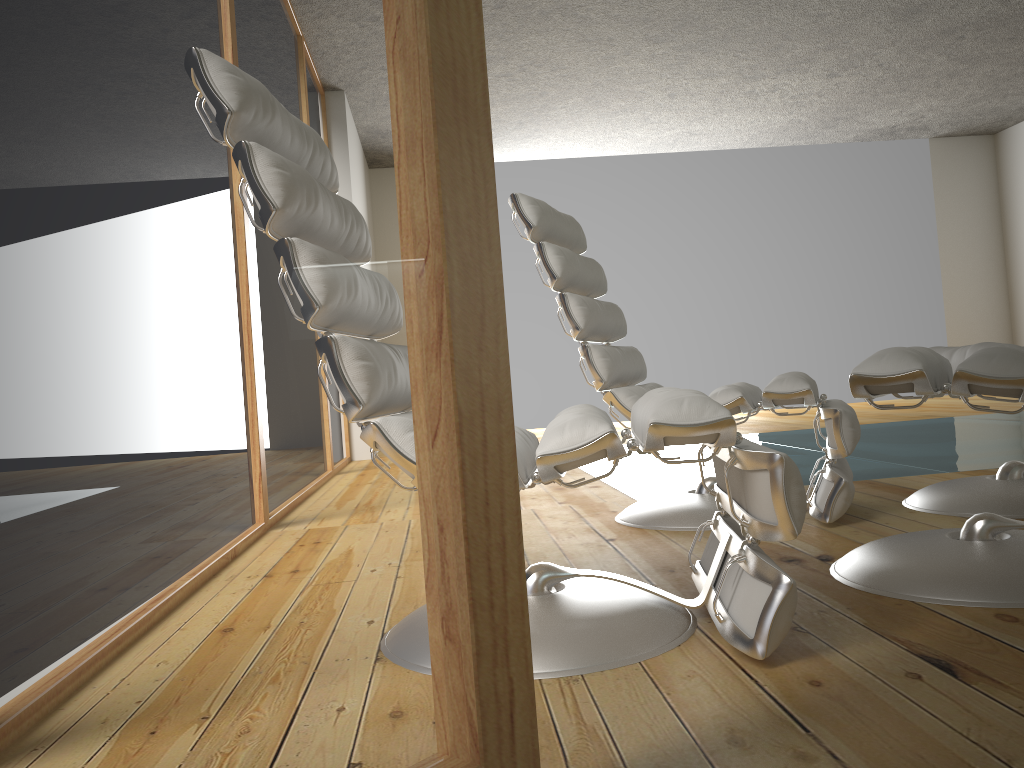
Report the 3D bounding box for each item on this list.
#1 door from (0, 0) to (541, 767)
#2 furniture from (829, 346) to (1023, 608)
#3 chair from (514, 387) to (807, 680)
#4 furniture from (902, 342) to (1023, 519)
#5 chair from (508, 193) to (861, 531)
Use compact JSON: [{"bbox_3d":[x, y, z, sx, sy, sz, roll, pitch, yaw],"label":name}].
[{"bbox_3d":[-0.384,-0.771,0.545,0.162,2.420,0.935,-6,-2,40],"label":"door"},{"bbox_3d":[0.942,0.134,1.673,0.685,0.440,0.570,-5,-1,30],"label":"furniture"},{"bbox_3d":[-0.016,-0.058,1.562,0.913,0.969,0.569,-4,-1,5],"label":"chair"},{"bbox_3d":[1.416,0.097,2.428,0.686,0.440,0.569,-4,-1,2],"label":"furniture"},{"bbox_3d":[0.520,-0.100,2.630,0.913,0.969,0.569,-5,-1,20],"label":"chair"}]
